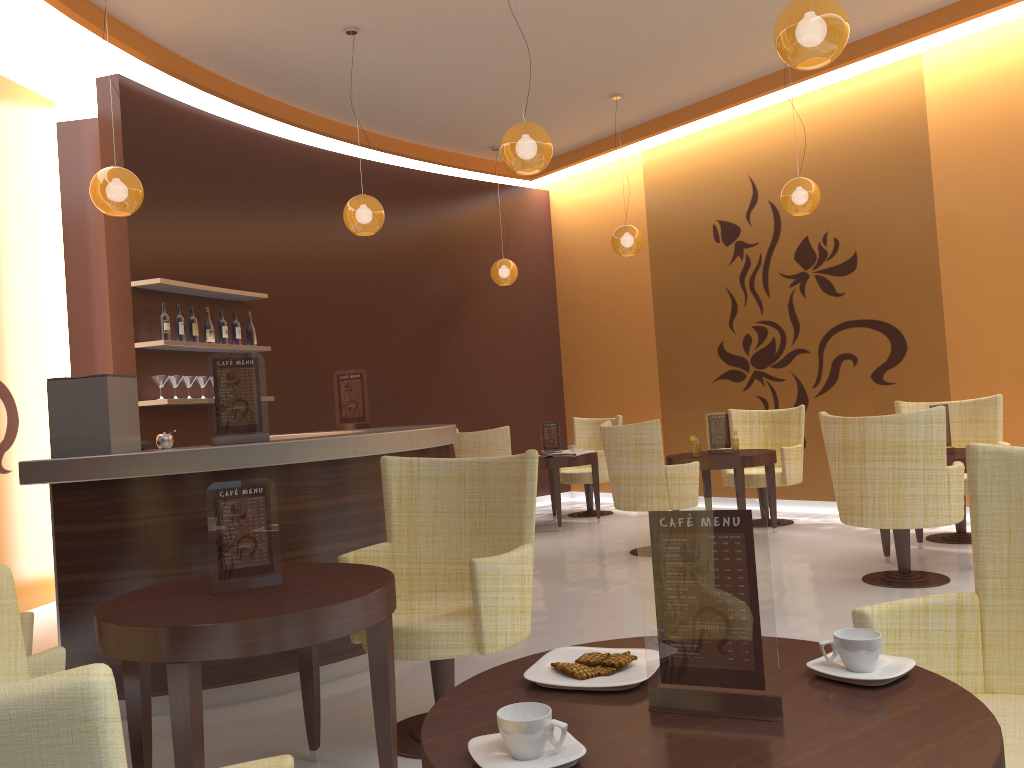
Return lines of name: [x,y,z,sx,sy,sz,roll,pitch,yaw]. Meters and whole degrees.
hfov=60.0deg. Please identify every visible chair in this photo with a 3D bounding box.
chair: [-0.152,0.891,8.054,0.685,1.017,0.729,-3,-2,-43]
chair: [1.055,0.641,1.722,0.685,1.017,0.729,-4,-1,-8]
chair: [2.246,0.645,5.192,0.685,1.017,0.729,-3,-2,-43]
chair: [0.828,0.853,9.315,0.685,1.017,0.729,-3,-2,-41]
chair: [2.226,0.715,7.835,0.729,1.017,0.685,-5,-2,38]
chair: [1.059,0.770,6.742,0.685,1.017,0.729,-3,-2,-23]
chair: [-0.354,0.722,0.969,0.685,1.017,0.729,-3,-2,-37]
chair: [3.229,0.608,6.453,0.729,1.017,0.685,-5,-2,18]
chair: [-0.246,0.775,3.312,0.729,1.017,0.685,-5,-2,28]
chair: [-1.433,0.832,2.241,0.685,1.017,0.729,-3,-2,-33]

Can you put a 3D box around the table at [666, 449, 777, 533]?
table: [1.722,0.905,7.224,0.872,0.679,0.874,-4,-1,-9]

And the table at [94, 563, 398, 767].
table: [-0.773,0.967,2.700,0.872,0.679,0.874,-4,-1,6]

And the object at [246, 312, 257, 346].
object: [-2.200,-0.457,7.460,0.086,0.303,0.086,-3,-2,-26]

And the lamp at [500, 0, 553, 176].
lamp: [0.038,-1.950,5.056,0.299,1.500,0.299,-5,-2,28]

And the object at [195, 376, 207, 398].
object: [-2.402,0.032,6.885,0.137,0.174,0.137,-5,-2,25]

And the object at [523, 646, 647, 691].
object: [0.152,0.523,1.628,0.234,0.020,0.234,-5,-2,21]

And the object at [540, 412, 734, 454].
object: [1.067,0.463,7.962,0.187,0.335,2.090,-3,-2,-44]

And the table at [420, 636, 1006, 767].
table: [0.314,0.856,1.416,0.872,0.679,0.874,-4,-1,6]

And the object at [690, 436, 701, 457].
object: [1.462,0.493,7.036,0.067,0.171,0.072,-5,-2,32]

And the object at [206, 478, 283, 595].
object: [-0.822,0.462,2.723,0.209,0.335,0.042,-3,-2,-26]

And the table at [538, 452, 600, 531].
table: [0.417,1.035,8.619,0.872,0.679,0.874,-4,-1,-4]

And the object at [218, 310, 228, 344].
object: [-2.333,-0.450,7.152,0.073,0.297,0.073,-4,-1,-2]

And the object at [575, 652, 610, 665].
object: [0.151,0.517,1.669,0.055,0.014,0.053,-5,-2,33]

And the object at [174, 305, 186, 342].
object: [-2.505,-0.450,6.681,0.073,0.297,0.073,-4,-1,-2]

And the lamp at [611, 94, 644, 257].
lamp: [1.026,-1.938,8.235,0.299,1.500,0.299,-4,-1,3]

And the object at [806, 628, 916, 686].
object: [0.597,0.463,1.522,0.153,0.069,0.153,-3,-2,-40]

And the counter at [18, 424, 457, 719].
counter: [-1.076,0.837,5.011,1.586,1.100,2.917,-4,-1,5]

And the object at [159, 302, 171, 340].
object: [-2.554,-0.450,6.518,0.073,0.297,0.073,-4,-1,-2]

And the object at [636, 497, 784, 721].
object: [0.305,0.347,1.396,0.209,0.335,0.042,-5,-2,25]

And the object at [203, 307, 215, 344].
object: [-2.399,-0.454,7.008,0.086,0.303,0.086,-5,-2,34]

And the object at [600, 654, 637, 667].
object: [0.195,0.504,1.617,0.052,0.016,0.055,-3,-2,-41]

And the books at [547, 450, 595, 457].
books: [0.567,0.661,8.435,0.345,0.035,0.367,-5,-2,40]

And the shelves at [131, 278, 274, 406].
shelves: [-2.609,-0.327,5.240,0.586,0.902,4.744,-4,-1,7]

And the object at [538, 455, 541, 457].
object: [0.195,0.665,8.407,0.153,0.069,0.153,-4,-2,-14]

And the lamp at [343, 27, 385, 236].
lamp: [-1.115,-1.832,6.433,0.299,1.500,0.299,-3,-2,-22]

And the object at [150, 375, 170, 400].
object: [-2.552,0.030,6.445,0.137,0.174,0.137,-4,-2,15]

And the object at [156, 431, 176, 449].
object: [-1.597,0.260,4.081,0.075,0.077,0.075,-5,-2,19]

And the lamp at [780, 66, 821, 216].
lamp: [2.179,-2.056,6.858,0.299,1.500,0.299,-4,-2,-15]

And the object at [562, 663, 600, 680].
object: [0.123,0.514,1.584,0.051,0.018,0.054,-3,-2,-42]

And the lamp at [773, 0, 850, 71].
lamp: [1.192,-2.068,3.679,0.299,1.500,0.299,-3,-2,-29]

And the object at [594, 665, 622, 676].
object: [0.166,0.518,1.604,0.054,0.018,0.051,-5,-2,37]

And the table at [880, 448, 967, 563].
table: [2.815,0.789,5.756,0.872,0.679,0.874,-4,-1,-4]

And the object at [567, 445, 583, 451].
object: [0.618,0.646,8.857,0.153,0.069,0.153,-5,-2,33]

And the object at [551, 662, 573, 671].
object: [0.102,0.518,1.625,0.052,0.018,0.055,-4,-2,-16]

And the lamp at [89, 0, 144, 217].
lamp: [-2.414,-1.767,5.339,0.299,1.500,0.299,-3,-2,-22]

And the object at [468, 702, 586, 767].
object: [0.018,0.498,1.255,0.153,0.069,0.153,-4,-2,-18]

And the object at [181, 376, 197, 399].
object: [-2.458,0.031,6.741,0.137,0.174,0.137,-5,-2,25]

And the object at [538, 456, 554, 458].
object: [0.185,0.694,8.392,0.239,0.021,0.464,-3,-2,-26]

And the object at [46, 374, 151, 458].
object: [-1.816,0.140,3.936,0.270,0.340,0.373,-4,-1,5]

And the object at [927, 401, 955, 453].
object: [2.785,0.283,5.762,0.209,0.335,0.042,-3,-2,-22]

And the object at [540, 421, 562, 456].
object: [0.380,0.530,8.682,0.209,0.335,0.042,-4,-2,-17]

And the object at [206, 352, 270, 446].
object: [-1.243,0.064,4.020,0.258,0.414,0.052,-3,-2,-26]

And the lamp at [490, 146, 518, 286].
lamp: [-0.128,-1.820,9.612,0.299,1.500,0.299,-3,-2,-40]

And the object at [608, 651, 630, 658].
object: [0.194,0.514,1.652,0.054,0.018,0.051,-4,-1,7]

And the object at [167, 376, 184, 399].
object: [-2.505,0.031,6.593,0.137,0.174,0.137,-4,-2,15]

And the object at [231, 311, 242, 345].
object: [-2.272,-0.450,7.299,0.073,0.297,0.073,-4,-1,-2]

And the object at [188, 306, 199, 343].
object: [-2.458,-0.449,6.830,0.073,0.297,0.073,-3,-2,-43]

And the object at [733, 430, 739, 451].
object: [1.876,0.474,7.470,0.067,0.171,0.072,-4,-1,7]

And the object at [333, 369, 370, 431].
object: [-1.112,0.109,6.140,0.258,0.414,0.052,-5,-2,19]
